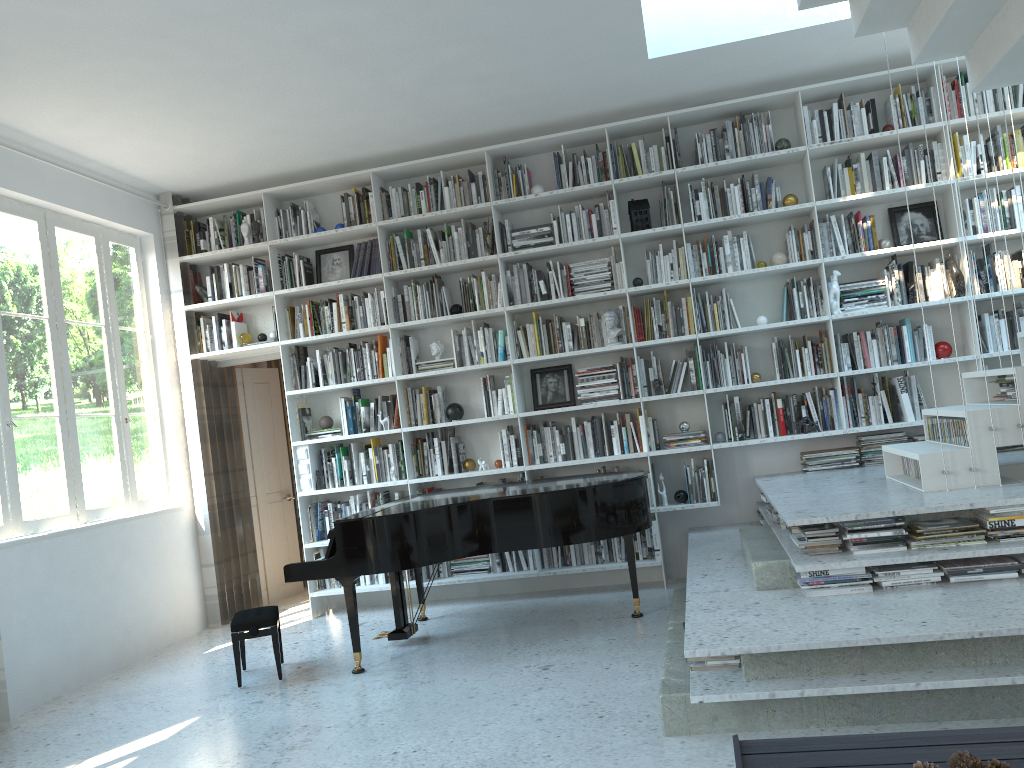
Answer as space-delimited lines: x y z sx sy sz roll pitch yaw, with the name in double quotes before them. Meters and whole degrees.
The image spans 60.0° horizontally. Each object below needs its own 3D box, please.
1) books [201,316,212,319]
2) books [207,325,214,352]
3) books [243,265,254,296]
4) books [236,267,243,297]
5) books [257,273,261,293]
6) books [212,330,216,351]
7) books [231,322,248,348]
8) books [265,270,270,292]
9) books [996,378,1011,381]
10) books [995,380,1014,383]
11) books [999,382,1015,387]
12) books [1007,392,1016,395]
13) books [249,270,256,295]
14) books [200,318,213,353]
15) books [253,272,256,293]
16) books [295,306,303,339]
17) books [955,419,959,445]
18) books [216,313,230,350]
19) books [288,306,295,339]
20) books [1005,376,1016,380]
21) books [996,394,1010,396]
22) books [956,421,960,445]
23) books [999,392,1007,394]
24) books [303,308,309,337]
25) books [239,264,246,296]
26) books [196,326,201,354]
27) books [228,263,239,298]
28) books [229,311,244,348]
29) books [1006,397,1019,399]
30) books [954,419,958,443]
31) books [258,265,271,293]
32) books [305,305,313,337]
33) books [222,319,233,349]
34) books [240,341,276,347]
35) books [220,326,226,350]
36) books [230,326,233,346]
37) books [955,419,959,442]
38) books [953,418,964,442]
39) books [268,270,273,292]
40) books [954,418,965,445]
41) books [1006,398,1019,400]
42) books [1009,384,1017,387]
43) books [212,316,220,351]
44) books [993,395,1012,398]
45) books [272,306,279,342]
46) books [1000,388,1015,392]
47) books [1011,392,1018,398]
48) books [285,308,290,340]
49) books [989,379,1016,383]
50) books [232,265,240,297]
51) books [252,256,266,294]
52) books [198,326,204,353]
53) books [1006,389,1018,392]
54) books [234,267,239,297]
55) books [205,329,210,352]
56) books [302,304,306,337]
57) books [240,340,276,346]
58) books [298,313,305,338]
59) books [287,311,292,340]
"books" -2.318 -0.365 6.777 0.013 0.302 0.135 -8 -2 11
"books" -2.256 -0.333 6.740 0.010 0.220 0.181 -8 -2 11
"books" -1.961 -0.758 6.678 0.030 0.251 0.165 -8 -2 11
"books" -2.020 -0.746 6.693 0.021 0.244 0.173 -8 -2 11
"books" -1.856 -0.737 6.675 0.031 0.182 0.151 -8 -2 11
"books" -2.230 -0.317 6.761 0.029 0.185 0.134 -8 -2 11
"books" -2.048 -0.357 6.687 0.029 0.211 0.187 -8 -2 11
"books" -1.798 -0.751 6.670 0.029 0.195 0.146 -8 -2 11
"books" 2.693 -0.037 4.712 0.161 0.012 0.195 -8 -3 9
"books" 2.694 -0.020 4.712 0.159 0.009 0.208 -8 -3 7
"books" 2.702 -0.006 4.710 0.140 0.022 0.181 -7 -3 5
"books" 2.647 0.036 4.493 0.175 0.016 0.207 -7 -3 6
"books" -1.926 -0.742 6.690 0.028 0.212 0.138 -8 -2 11
"books" -2.304 -0.357 6.750 0.023 0.281 0.170 -8 -2 11
"books" -1.896 -0.738 6.692 0.029 0.197 0.144 -8 -2 11
"books" -1.572 -0.443 6.616 0.062 0.258 0.153 -8 -2 11
"books" 2.241 0.229 4.334 0.125 0.125 0.010 -8 -2 11
"books" -2.169 -0.384 6.709 0.013 0.297 0.187 -8 -2 11
"books" -1.612 -0.441 6.607 0.012 0.263 0.180 -8 -2 11
"books" 2.636 -0.043 4.496 0.177 0.014 0.194 -7 -3 6
"books" 2.698 0.048 4.711 0.158 0.009 0.216 -7 -3 5
"books" 2.237 0.229 4.317 0.125 0.125 0.007 -8 -2 11
"books" 2.694 0.038 4.712 0.159 0.012 0.225 -8 -3 19
"books" -1.493 -0.440 6.587 0.030 0.230 0.172 -8 -2 11
"books" -1.988 -0.759 6.685 0.025 0.261 0.167 -8 -2 11
"books" -2.344 -0.325 6.758 0.013 0.228 0.179 -8 -2 11
"books" -2.074 -0.763 6.713 0.037 0.291 0.155 -8 -2 11
"books" -2.071 -0.397 6.706 0.013 0.298 0.179 -8 -2 11
"books" 2.726 0.063 4.705 0.130 0.014 0.188 -8 -3 11
"books" 2.242 0.229 4.343 0.125 0.125 0.008 -8 -2 11
"books" -1.834 -0.764 6.648 0.029 0.229 0.191 -8 -2 11
"books" -1.473 -0.455 6.581 0.014 0.252 0.187 -8 -2 11
"books" -2.116 -0.361 6.694 0.021 0.237 0.188 -8 -2 11
"books" -1.873 -0.291 6.671 0.285 0.012 0.159 -8 -3 8
"books" -2.142 -0.334 6.718 0.024 0.193 0.181 -8 -2 11
"books" -2.081 -0.341 6.728 0.029 0.191 0.134 -8 -2 11
"books" 2.239 0.229 4.325 0.125 0.125 0.009 -8 -2 11
"books" 2.245 0.230 4.357 0.125 0.125 0.007 -8 -2 11
"books" -1.774 -0.751 6.650 0.026 0.188 0.154 -8 -2 11
"books" 2.244 0.229 4.350 0.125 0.125 0.008 -8 -2 11
"books" 2.644 0.068 4.493 0.191 0.004 0.223 -8 -3 7
"books" 2.640 -0.004 4.495 0.189 0.012 0.155 -8 -3 14
"books" -2.214 -0.369 6.741 0.022 0.281 0.156 -8 -2 11
"books" 2.691 0.057 4.712 0.189 0.007 0.195 -8 -3 9
"books" -1.738 -0.435 6.638 0.012 0.285 0.159 -8 -2 11
"books" 2.706 0.023 4.709 0.145 0.015 0.166 -7 -3 6
"books" 2.505 0.042 4.243 0.172 0.019 0.240 -9 -3 36
"books" -1.641 -0.432 6.631 0.012 0.254 0.161 -8 -2 11
"books" 2.675 -0.025 4.716 0.198 0.006 0.188 -8 -3 8
"books" -2.050 -0.755 6.699 0.013 0.268 0.162 -8 -2 11
"books" -1.888 -0.794 6.666 0.012 0.303 0.189 -8 -2 11
"books" -2.330 -0.323 6.756 0.013 0.222 0.162 -8 -2 11
"books" 2.644 0.022 4.494 0.184 0.013 0.225 -8 -3 9
"books" -2.037 -0.746 6.696 0.012 0.249 0.192 -8 -2 11
"books" -2.272 -0.318 6.752 0.029 0.197 0.160 -8 -2 11
"books" -1.513 -0.454 6.596 0.010 0.262 0.151 -8 -2 11
"books" -1.874 -0.303 6.673 0.285 0.012 0.159 -8 -3 13
"books" -1.530 -0.418 6.583 0.026 0.195 0.175 -8 -2 11
"books" -1.625 -0.424 6.619 0.022 0.232 0.151 -8 -2 11
